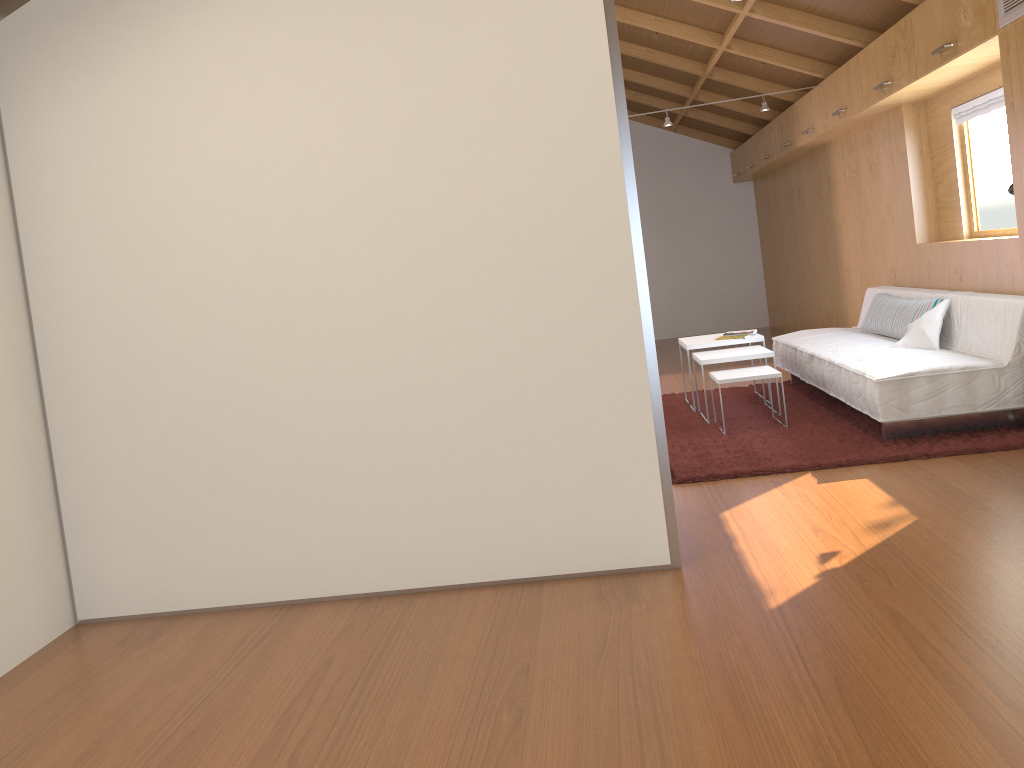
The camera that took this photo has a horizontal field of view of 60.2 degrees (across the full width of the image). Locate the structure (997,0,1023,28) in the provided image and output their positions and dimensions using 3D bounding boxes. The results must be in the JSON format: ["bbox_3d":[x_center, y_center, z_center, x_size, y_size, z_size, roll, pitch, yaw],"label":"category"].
[{"bbox_3d":[2.040,-1.616,3.338,0.013,0.299,0.909,-7,7,6],"label":"structure"}]

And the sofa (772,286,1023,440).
[{"bbox_3d":[2.198,-0.195,5.217,0.861,0.625,2.370,-7,7,6],"label":"sofa"}]

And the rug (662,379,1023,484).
[{"bbox_3d":[1.778,0.180,5.164,1.883,0.020,2.497,-7,7,6],"label":"rug"}]

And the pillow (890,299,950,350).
[{"bbox_3d":[2.249,-0.323,4.857,0.269,0.251,0.345,-10,6,-30],"label":"pillow"}]

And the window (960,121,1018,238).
[{"bbox_3d":[2.675,-1.169,4.566,0.035,0.786,1.506,-7,6,6],"label":"window"}]

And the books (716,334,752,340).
[{"bbox_3d":[1.429,-0.300,5.686,0.192,0.016,0.154,-2,8,35],"label":"books"}]

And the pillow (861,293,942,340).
[{"bbox_3d":[2.380,-0.414,5.470,0.171,0.250,1.048,-7,7,6],"label":"pillow"}]

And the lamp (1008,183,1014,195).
[{"bbox_3d":[2.379,-0.366,4.015,0.183,1.192,0.254,-8,3,-19],"label":"lamp"}]

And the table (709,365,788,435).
[{"bbox_3d":[1.330,0.087,5.000,0.341,0.307,0.372,-7,5,6],"label":"table"}]

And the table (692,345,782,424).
[{"bbox_3d":[1.360,-0.004,5.397,0.424,0.381,0.461,-7,5,6],"label":"table"}]

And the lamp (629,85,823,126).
[{"bbox_3d":[0.411,-1.931,6.718,3.824,0.152,0.073,-7,3,5],"label":"lamp"}]

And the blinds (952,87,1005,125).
[{"bbox_3d":[2.582,-1.499,4.555,0.047,0.110,1.507,-7,7,6],"label":"blinds"}]

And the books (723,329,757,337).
[{"bbox_3d":[1.484,-0.331,5.749,0.192,0.016,0.154,-4,8,25],"label":"books"}]

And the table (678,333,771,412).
[{"bbox_3d":[1.396,-0.093,5.855,0.485,0.436,0.528,-7,5,6],"label":"table"}]
